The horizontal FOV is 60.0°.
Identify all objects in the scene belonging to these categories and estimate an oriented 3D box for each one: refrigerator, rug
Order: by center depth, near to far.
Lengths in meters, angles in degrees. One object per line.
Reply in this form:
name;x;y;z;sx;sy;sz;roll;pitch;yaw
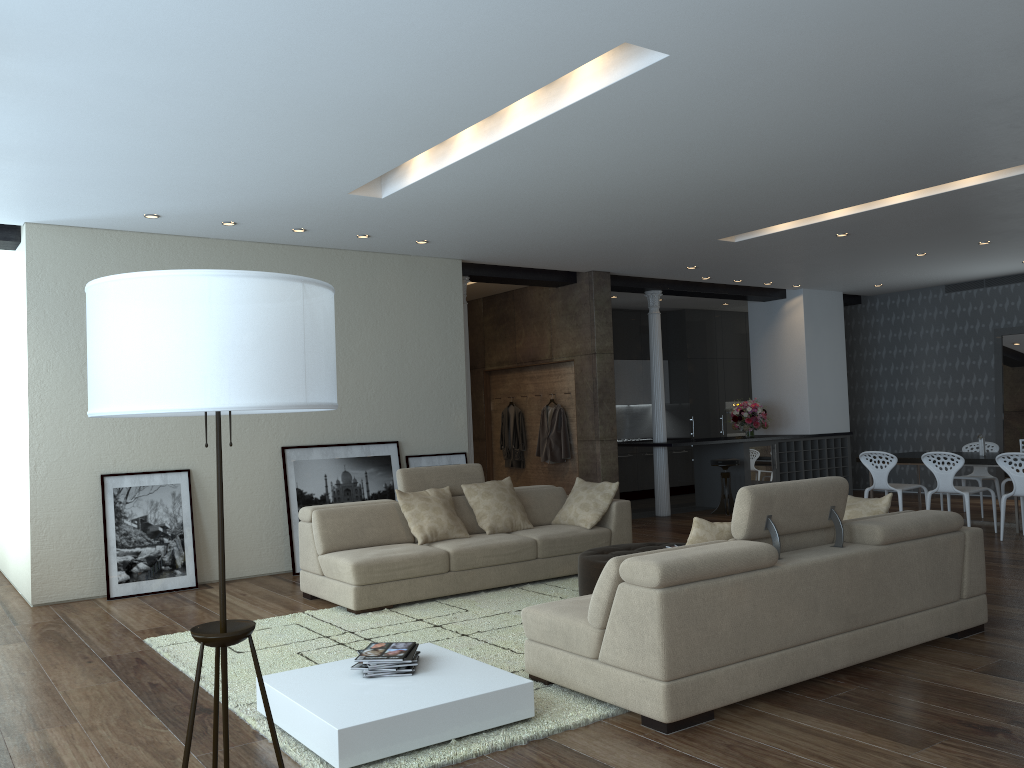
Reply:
rug;0.282;1.514;5.563;4.231;0.020;2.972;-1;-3;-35
refrigerator;3.340;1.149;11.892;0.578;0.774;0.075;-1;-3;-31

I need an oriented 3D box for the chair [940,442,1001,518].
chair;5.362;1.101;10.321;0.581;0.835;0.495;-1;-3;-35

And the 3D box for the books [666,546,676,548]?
books;1.226;1.134;6.082;0.219;0.031;0.300;-1;-2;-20

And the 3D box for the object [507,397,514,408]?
object;-0.009;0.279;11.752;0.010;0.219;0.430;-1;-3;-35

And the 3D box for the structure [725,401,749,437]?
structure;3.666;0.607;15.162;0.595;0.596;0.591;-1;-3;-35

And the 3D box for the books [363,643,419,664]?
books;-0.555;1.244;4.094;0.220;0.010;0.300;-2;-2;0

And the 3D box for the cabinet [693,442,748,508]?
cabinet;3.072;1.232;12.227;0.642;0.897;0.900;-1;-3;-35

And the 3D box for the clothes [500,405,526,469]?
clothes;-0.011;0.692;11.732;0.141;0.855;0.569;-1;-3;-35

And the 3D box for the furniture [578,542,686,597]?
furniture;0.984;1.322;6.095;1.057;0.355;1.057;-1;-3;-33

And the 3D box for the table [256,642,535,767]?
table;-0.530;1.384;3.902;0.900;0.170;0.900;-1;-3;-35

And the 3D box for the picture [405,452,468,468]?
picture;-0.695;1.195;8.869;0.700;0.988;0.195;-1;-3;-35

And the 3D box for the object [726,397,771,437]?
object;3.290;0.463;12.309;0.544;0.552;0.570;-1;-3;-29

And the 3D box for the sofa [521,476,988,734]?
sofa;1.369;0.975;4.753;2.581;0.950;1.021;-1;-3;-35

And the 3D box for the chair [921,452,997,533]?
chair;4.429;1.077;8.846;0.581;0.835;0.495;-1;-3;-35

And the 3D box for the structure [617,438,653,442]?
structure;1.707;0.892;13.870;0.900;0.066;0.520;-1;-3;-35

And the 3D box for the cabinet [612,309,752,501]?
cabinet;2.733;0.292;14.666;7.409;2.980;0.827;-1;-3;-35

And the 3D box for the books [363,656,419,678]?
books;-0.553;1.302;4.092;0.220;0.010;0.300;-2;-2;0

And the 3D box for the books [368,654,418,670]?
books;-0.554;1.263;4.093;0.220;0.010;0.300;-2;-2;-10

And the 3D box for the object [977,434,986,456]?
object;5.008;0.649;9.477;0.076;0.233;0.161;-4;-3;37

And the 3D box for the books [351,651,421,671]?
books;-0.579;1.274;4.093;0.220;0.010;0.300;-3;-2;15

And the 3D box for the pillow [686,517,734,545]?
pillow;1.061;0.860;4.545;0.519;0.416;0.368;-1;-3;-30

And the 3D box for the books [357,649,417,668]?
books;-0.580;1.255;4.094;0.220;0.010;0.300;-1;-2;-20

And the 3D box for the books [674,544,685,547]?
books;1.251;1.126;6.083;0.220;0.040;0.301;-2;-2;0

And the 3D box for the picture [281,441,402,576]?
picture;-1.526;1.129;8.275;1.183;1.140;0.225;-1;-3;-35

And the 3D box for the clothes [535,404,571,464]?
clothes;0.494;0.618;10.992;0.173;0.735;0.700;0;-3;-36

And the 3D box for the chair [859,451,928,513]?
chair;4.031;1.115;9.423;0.581;0.835;0.495;-1;-3;-35

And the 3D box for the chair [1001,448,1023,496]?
chair;5.763;1.063;9.746;0.581;0.835;0.495;-1;-3;-35

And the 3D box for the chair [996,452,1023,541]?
chair;4.843;1.038;8.238;0.581;0.835;0.495;-1;-3;-35

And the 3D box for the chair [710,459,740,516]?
chair;3.986;1.266;8.213;16.134;0.952;21.556;-1;-3;-35

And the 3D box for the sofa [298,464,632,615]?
sofa;-0.317;1.135;7.165;2.581;0.950;1.021;-1;-3;-35

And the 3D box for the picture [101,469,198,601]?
picture;-2.970;1.218;7.279;0.700;0.988;0.195;-1;-3;-35

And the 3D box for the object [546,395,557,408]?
object;0.498;0.230;11.007;0.010;0.219;0.430;-1;-3;-35

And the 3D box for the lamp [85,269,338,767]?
lamp;-0.850;0.581;2.603;0.698;1.728;0.698;-2;-2;-11

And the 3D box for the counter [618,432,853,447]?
counter;3.194;0.763;12.344;3.700;0.040;1.000;-1;-3;-35

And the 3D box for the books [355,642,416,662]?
books;-0.580;1.236;4.095;0.220;0.010;0.300;-2;-2;5

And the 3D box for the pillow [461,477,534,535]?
pillow;-0.121;1.004;7.327;0.534;0.439;0.301;0;-3;-39

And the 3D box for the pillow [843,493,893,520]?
pillow;2.068;0.872;5.522;0.395;0.393;0.518;-1;-3;-32

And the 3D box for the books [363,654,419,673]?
books;-0.553;1.283;4.093;0.220;0.010;0.300;-2;-2;0

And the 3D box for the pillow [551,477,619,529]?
pillow;0.639;1.007;7.567;0.395;0.393;0.518;0;-3;-38

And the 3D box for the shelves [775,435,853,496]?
shelves;4.031;1.223;12.899;1.700;0.897;0.900;-1;-3;-35

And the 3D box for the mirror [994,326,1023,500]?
mirror;6.895;0.362;11.519;0.240;2.294;1.200;-1;-3;-35

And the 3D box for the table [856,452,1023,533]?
table;5.396;1.101;9.043;1.200;0.733;3.400;-1;-3;-35

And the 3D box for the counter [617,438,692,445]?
counter;1.192;1.008;13.554;3.597;0.223;0.807;-1;-3;-35

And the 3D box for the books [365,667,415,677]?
books;-0.578;1.294;4.092;0.220;0.010;0.300;-2;-2;-15

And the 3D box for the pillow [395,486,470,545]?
pillow;-0.625;1.019;6.958;0.519;0.416;0.368;0;-3;-40
